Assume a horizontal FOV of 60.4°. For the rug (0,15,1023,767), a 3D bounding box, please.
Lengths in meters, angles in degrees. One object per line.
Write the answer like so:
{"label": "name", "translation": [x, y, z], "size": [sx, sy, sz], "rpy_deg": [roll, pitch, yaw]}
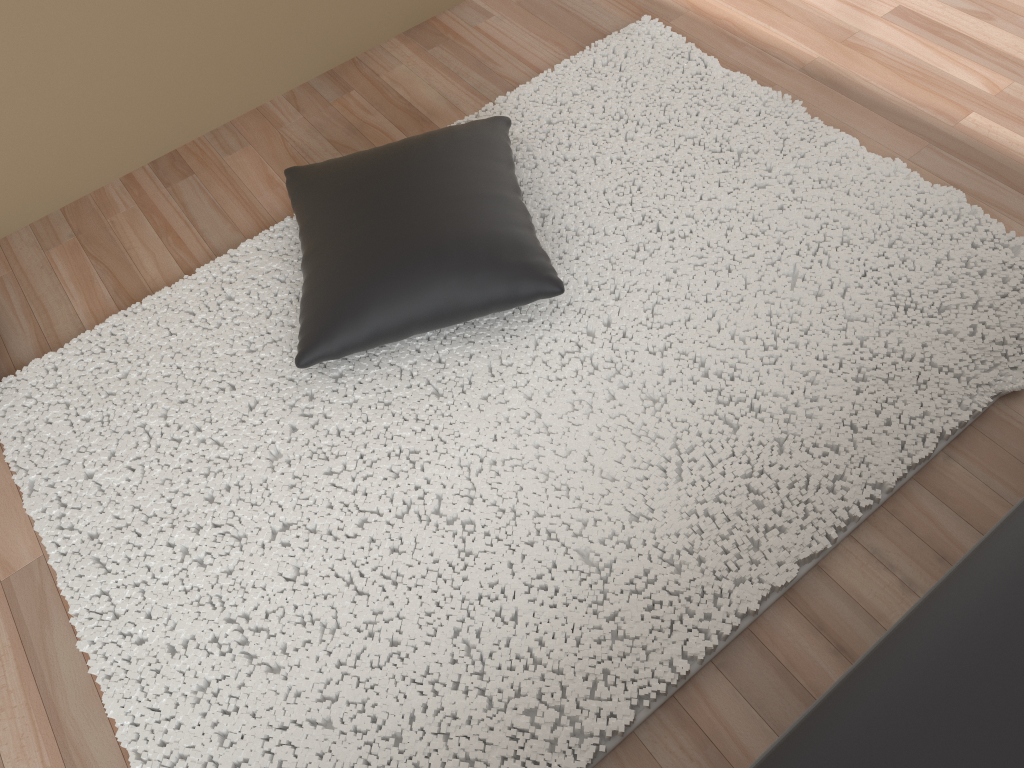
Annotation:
{"label": "rug", "translation": [0.037, -0.086, 1.891], "size": [2.066, 0.043, 1.507], "rpy_deg": [-34, 56, -18]}

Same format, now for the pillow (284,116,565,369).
{"label": "pillow", "translation": [-0.227, -0.356, 2.016], "size": [0.582, 0.198, 0.645], "rpy_deg": [-13, 52, -2]}

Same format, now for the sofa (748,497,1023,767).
{"label": "sofa", "translation": [0.682, 0.632, 0.764], "size": [2.304, 0.788, 0.989], "rpy_deg": [-35, 56, -18]}
